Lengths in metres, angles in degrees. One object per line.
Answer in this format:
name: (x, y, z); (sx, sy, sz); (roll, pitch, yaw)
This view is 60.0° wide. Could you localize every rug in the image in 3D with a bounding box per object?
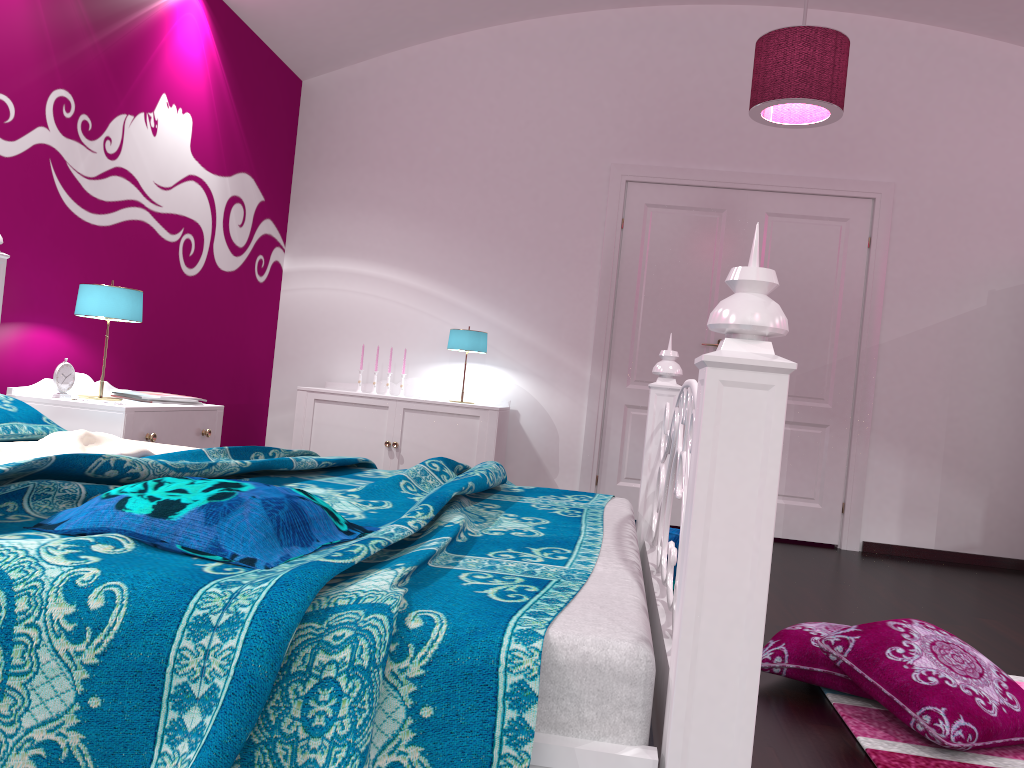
rug: (1.439, 0.871, 1.626); (1.400, 0.018, 2.100); (6, 0, 7)

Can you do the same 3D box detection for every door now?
door: (1.283, -0.140, 5.182); (1.405, 2.001, 0.098); (6, 0, 7)

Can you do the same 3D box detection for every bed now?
bed: (-0.751, 0.081, 1.858); (2.317, 1.143, 2.167); (6, 0, 7)

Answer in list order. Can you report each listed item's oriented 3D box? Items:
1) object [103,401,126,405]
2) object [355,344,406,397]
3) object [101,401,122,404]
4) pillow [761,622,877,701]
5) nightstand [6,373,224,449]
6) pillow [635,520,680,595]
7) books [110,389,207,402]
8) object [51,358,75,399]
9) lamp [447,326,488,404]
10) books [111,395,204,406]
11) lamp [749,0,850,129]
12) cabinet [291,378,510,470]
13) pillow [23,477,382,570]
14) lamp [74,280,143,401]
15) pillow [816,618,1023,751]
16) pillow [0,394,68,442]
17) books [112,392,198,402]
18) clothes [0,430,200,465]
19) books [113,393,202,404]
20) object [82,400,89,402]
object: (-1.356, 0.066, 3.029); (0.073, 0.006, 0.073); (6, 0, -30)
object: (-0.751, -0.081, 5.135); (0.285, 0.284, 0.043); (6, 0, -5)
object: (-1.386, 0.065, 3.074); (0.073, 0.003, 0.073); (6, 0, -30)
pillow: (0.929, 0.751, 2.443); (0.429, 0.142, 0.400); (6, 0, 32)
nightstand: (-1.456, 0.286, 3.323); (0.455, 0.616, 0.742); (6, 0, 7)
pillow: (0.527, 0.614, 2.702); (0.264, 0.357, 0.402); (6, -1, -43)
books: (-1.400, 0.046, 3.517); (0.300, 0.012, 0.221); (6, 0, 31)
object: (-1.551, -0.020, 3.070); (0.033, 0.140, 0.106); (6, 0, 9)
lamp: (-0.264, -0.110, 5.046); (0.229, 0.438, 0.229); (6, -1, -38)
books: (-1.405, 0.064, 3.509); (0.300, 0.007, 0.220); (5, -1, 37)
lamp: (1.120, -1.705, 2.713); (0.377, 1.129, 2.377); (6, 0, 7)
cabinet: (-0.629, 0.323, 5.098); (1.142, 0.734, 0.506); (6, 0, 7)
pillow: (-0.470, 0.215, 1.441); (0.425, 0.127, 0.404); (6, 0, 17)
lamp: (-1.487, -0.162, 3.252); (0.229, 0.438, 0.229); (6, -1, -38)
pillow: (1.033, 0.716, 2.157); (0.425, 0.224, 0.391); (6, 0, -25)
pillow: (-1.501, 0.080, 2.366); (0.401, 0.141, 0.717); (6, 0, 9)
books: (-1.408, 0.050, 3.495); (0.220, 0.007, 0.300); (6, -1, -44)
clothes: (-1.029, 0.317, 2.302); (0.553, 0.376, 1.036); (6, 0, 2)
books: (-1.408, 0.057, 3.521); (0.300, 0.007, 0.220); (5, -1, 42)
object: (-1.453, 0.057, 3.020); (0.022, 0.006, 0.022); (6, 0, 22)
